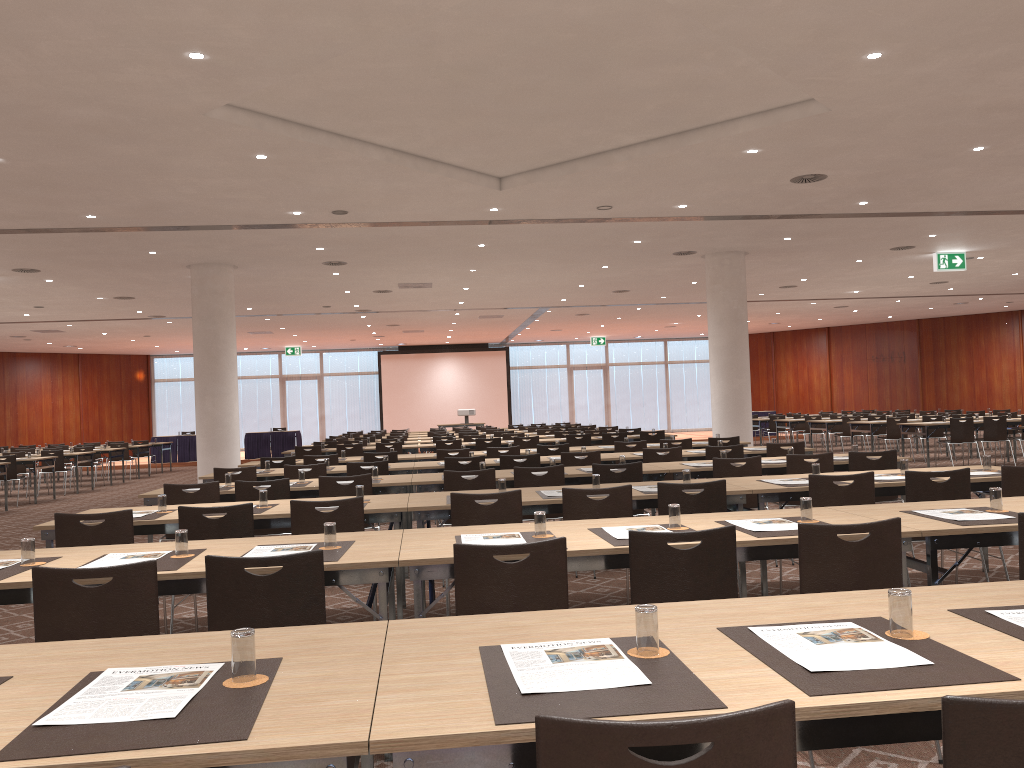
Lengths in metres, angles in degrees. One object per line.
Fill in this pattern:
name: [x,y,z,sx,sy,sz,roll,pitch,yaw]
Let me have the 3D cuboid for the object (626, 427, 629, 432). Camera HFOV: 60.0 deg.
object: [2.330,0.919,17.928,0.054,0.114,0.054,-1,-1,-40]

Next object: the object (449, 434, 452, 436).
object: [-1.218,1.052,17.577,0.054,0.114,0.054,-1,-1,-40]

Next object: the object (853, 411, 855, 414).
object: [9.507,0.804,24.675,0.054,0.114,0.054,-1,-1,-40]

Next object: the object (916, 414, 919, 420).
object: [8.491,0.688,18.556,0.054,0.114,0.054,-1,-1,-40]

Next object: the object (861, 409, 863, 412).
object: [10.593,0.816,26.804,0.054,0.114,0.054,-1,-1,-40]

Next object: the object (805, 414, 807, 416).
object: [7.448,0.830,22.463,0.054,0.114,0.054,-2,-1,-17]

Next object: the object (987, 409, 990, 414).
object: [11.202,0.638,20.832,0.054,0.114,0.054,-1,-1,-40]

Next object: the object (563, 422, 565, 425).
object: [1.530,1.155,25.889,0.054,0.114,0.054,-1,-1,-40]

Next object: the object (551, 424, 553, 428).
object: [1.084,1.120,23.835,0.054,0.114,0.054,-3,-1,28]

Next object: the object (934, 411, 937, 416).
object: [9.895,0.687,20.701,0.054,0.114,0.054,-1,-1,-40]

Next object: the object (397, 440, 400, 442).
object: [-1.974,1.028,15.480,0.054,0.114,0.054,-3,-1,28]

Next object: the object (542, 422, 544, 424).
object: [0.896,1.178,25.823,0.054,0.114,0.054,-3,-1,28]

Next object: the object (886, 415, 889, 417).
object: [7.836,0.713,18.487,0.054,0.114,0.054,-1,-1,-40]

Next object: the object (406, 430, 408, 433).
object: [-2.779,1.265,23.448,0.054,0.114,0.054,-3,-1,28]

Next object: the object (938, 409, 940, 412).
object: [10.998,0.697,22.823,0.054,0.114,0.054,-1,-1,-40]

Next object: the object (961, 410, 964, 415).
object: [10.539,0.663,20.760,0.054,0.114,0.054,-1,-1,-40]

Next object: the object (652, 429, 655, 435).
object: [2.544,0.859,15.935,0.054,0.114,0.054,-1,-1,-40]

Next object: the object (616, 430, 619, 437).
object: [1.884,0.884,15.873,0.054,0.114,0.054,-3,-1,28]

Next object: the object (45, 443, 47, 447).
object: [-12.840,1.692,24.432,0.054,0.114,0.054,-1,-1,-40]

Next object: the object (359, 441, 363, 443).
object: [-2.625,1.053,15.428,0.054,0.114,0.054,-3,-1,28]

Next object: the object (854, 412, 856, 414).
object: [8.735,0.782,22.592,0.054,0.114,0.054,-2,-1,-17]

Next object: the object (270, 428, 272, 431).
object: [-7.699,1.459,28.330,0.054,0.114,0.054,-2,-1,5]

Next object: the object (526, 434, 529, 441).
object: [0.278,0.944,15.711,0.054,0.114,0.054,-1,-1,-40]

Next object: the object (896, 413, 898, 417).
object: [8.944,0.723,20.605,0.054,0.114,0.054,-2,-1,-17]

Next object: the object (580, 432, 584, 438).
object: [1.250,0.908,15.814,0.054,0.114,0.054,-3,-1,28]

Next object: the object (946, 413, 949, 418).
object: [9.138,0.664,18.619,0.054,0.114,0.054,-1,-1,-40]

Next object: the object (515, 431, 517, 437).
object: [0.081,1.003,17.701,0.054,0.114,0.054,-1,-1,-40]

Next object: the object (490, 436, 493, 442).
object: [-0.360,0.968,15.650,0.054,0.114,0.054,-1,-1,-40]

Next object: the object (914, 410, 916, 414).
object: [10.345,0.722,22.749,0.054,0.114,0.054,-1,-1,-40]

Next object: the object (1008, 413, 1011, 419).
object: [9.332,0.605,16.635,0.054,0.114,0.054,-1,-1,-40]

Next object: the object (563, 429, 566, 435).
object: [1.046,0.966,17.792,0.054,0.114,0.054,-3,-1,28]

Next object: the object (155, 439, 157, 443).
object: [-9.933,1.584,24.734,0.054,0.114,0.054,-2,-1,-17]

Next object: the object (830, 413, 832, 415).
object: [8.098,0.806,22.528,0.054,0.114,0.054,-2,-1,-17]

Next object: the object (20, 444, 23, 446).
object: [-13.484,1.717,24.379,0.054,0.114,0.054,-1,-1,-40]

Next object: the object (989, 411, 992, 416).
object: [10.106,0.628,18.723,0.054,0.114,0.054,-3,-1,28]

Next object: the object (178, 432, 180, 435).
object: [-10.526,1.565,28.045,0.054,0.114,0.054,-2,-1,5]

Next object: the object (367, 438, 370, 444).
object: [-2.817,1.111,17.405,0.054,0.114,0.054,-1,-1,-40]

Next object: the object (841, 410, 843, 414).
object: [9.954,0.839,26.737,0.054,0.114,0.054,-1,-1,-40]

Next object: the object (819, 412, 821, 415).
object: [8.534,0.841,24.590,0.054,0.114,0.054,-2,-1,-17]

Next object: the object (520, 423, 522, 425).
object: [0.255,1.203,25.766,0.054,0.114,0.054,-3,-1,28]

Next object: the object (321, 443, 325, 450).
object: [-3.275,1.077,15.364,0.054,0.114,0.054,-1,-1,-40]

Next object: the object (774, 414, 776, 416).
object: [7.244,0.889,24.457,0.054,0.114,0.054,-2,-1,-17]

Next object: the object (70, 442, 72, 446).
object: [-12.184,1.668,24.505,0.054,0.114,0.054,-1,-1,-40]

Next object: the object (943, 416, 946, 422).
object: [8.042,0.653,16.497,0.054,0.114,0.054,-1,-1,-40]

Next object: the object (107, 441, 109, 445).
object: [-11.216,1.632,24.600,0.054,0.114,0.054,-2,-1,-17]

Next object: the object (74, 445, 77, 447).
object: [-10.181,1.490,20.679,0.054,0.114,0.054,-2,-1,-17]

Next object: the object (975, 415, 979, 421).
object: [8.686,0.629,16.559,0.054,0.114,0.054,-1,-1,-40]

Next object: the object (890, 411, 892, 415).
object: [9.697,0.746,22.694,0.054,0.114,0.054,-1,-1,-40]

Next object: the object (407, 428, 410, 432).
object: [-2.969,1.323,25.439,0.054,0.114,0.054,-3,-1,28]

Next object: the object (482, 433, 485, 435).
object: [-0.559,1.027,17.634,0.054,0.114,0.054,-1,-1,-40]

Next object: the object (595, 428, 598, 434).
object: [1.698,0.942,17.869,0.054,0.114,0.054,-3,-1,28]

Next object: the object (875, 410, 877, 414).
object: [10.149,0.781,24.746,0.054,0.114,0.054,-1,-1,-40]

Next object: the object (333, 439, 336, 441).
object: [-3.468,1.136,17.352,0.054,0.114,0.054,-1,-1,-40]

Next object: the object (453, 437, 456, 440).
object: [-1.010,0.992,15.574,0.054,0.114,0.054,-1,-1,-40]

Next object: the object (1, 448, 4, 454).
object: [-11.791,1.550,20.522,0.054,0.114,0.054,-1,-1,-40]

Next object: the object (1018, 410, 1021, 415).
object: [10.751,0.604,18.787,0.054,0.114,0.054,-3,-1,28]

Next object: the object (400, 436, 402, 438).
object: [-2.186,1.088,17.479,0.054,0.114,0.054,-1,-1,-40]

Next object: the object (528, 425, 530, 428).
object: [0.447,1.144,23.771,0.054,0.114,0.054,-3,-1,28]

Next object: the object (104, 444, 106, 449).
object: [-9.528,1.466,20.753,0.054,0.114,0.054,-2,-1,-17]
